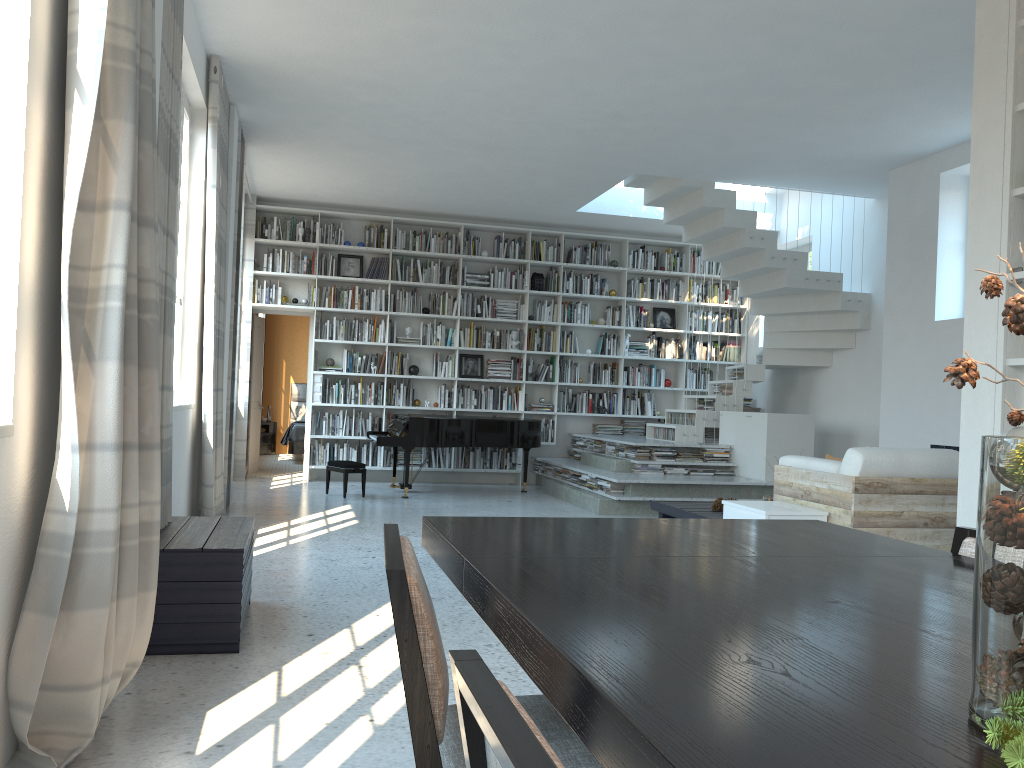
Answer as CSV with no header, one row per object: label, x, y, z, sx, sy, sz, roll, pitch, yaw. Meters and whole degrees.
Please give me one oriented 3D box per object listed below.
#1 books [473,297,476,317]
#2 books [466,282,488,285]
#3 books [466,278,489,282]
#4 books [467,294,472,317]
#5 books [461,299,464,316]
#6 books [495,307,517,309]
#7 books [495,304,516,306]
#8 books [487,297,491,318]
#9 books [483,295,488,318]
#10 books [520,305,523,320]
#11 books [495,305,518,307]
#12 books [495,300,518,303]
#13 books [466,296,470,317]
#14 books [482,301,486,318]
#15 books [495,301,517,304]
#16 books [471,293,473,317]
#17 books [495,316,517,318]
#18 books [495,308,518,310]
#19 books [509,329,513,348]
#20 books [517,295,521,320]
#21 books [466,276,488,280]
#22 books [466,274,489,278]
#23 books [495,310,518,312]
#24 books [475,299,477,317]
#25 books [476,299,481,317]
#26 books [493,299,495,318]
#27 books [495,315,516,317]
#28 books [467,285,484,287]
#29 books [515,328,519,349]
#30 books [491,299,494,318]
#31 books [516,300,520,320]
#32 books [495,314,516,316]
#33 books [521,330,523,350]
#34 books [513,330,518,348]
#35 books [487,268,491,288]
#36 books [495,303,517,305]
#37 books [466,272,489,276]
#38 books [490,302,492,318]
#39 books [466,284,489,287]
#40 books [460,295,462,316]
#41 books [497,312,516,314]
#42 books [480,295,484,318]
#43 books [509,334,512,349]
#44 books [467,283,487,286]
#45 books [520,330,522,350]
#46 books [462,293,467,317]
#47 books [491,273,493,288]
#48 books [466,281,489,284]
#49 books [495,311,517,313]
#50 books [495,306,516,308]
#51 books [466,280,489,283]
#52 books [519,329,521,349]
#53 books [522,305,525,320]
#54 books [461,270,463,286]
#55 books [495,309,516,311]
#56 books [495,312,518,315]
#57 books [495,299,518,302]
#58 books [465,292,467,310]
books,-0.469,-0.923,10.829,0.014,0.250,0.172,2,-1,-14
books,-0.437,-1.218,10.840,0.254,0.012,0.161,3,-1,-17
books,-0.432,-1.260,10.836,0.285,0.024,0.159,3,-1,-9
books,-0.525,-0.948,10.824,0.029,0.295,0.151,2,-1,-14
books,-0.618,-0.919,10.809,0.027,0.228,0.147,2,-1,-14
books,-0.086,-0.932,10.926,0.254,0.012,0.161,3,-1,-17
books,-0.083,-0.969,10.922,0.254,0.012,0.161,3,-1,-9
books,-0.289,-0.925,10.862,0.021,0.269,0.191,2,-1,-14
books,-0.326,-0.937,10.867,0.049,0.291,0.162,2,-1,-14
books,0.096,-0.871,10.971,0.029,0.198,0.172,2,-1,-14
books,-0.086,-0.957,10.931,0.285,0.012,0.159,3,-1,-15
books,-0.082,-1.007,10.922,0.285,0.012,0.159,3,-1,-19
books,-0.548,-0.935,10.800,0.025,0.266,0.185,2,-1,-14
books,-0.354,-0.901,10.858,0.024,0.216,0.148,2,-1,-14
books,-0.085,-0.995,10.933,0.254,0.012,0.161,3,-1,-14
books,-0.504,-0.950,10.821,0.011,0.300,0.179,2,-1,-14
books,-0.091,-0.823,10.930,0.285,0.012,0.159,3,-1,-13
books,-0.086,-0.920,10.926,0.285,0.012,0.159,3,-1,-11
books,-0.013,-0.540,10.955,0.014,0.263,0.135,2,-1,-14
books,0.078,-0.932,10.969,0.012,0.319,0.140,2,-1,-14
books,-0.432,-1.284,10.839,0.254,0.025,0.161,3,-1,-18
books,-0.432,-1.309,10.843,0.285,0.024,0.159,3,-1,-12
books,-0.089,-0.896,10.930,0.285,0.012,0.159,3,-1,-13
books,-0.457,-0.917,10.833,0.011,0.239,0.147,2,-1,-14
books,-0.418,-0.914,10.836,0.066,0.236,0.153,2,-1,-14
books,-0.234,-0.911,10.870,0.013,0.247,0.176,2,-1,-14
books,-0.091,-0.836,10.932,0.254,0.012,0.161,3,-1,-14
books,-0.438,-1.182,10.838,0.254,0.012,0.161,3,-1,-10
books,0.062,-0.544,10.975,0.025,0.279,0.108,2,0,-14
books,-0.251,-0.911,10.878,0.015,0.245,0.183,2,-1,-14
books,0.068,-0.901,10.951,0.012,0.254,0.161,2,-1,-14
books,-0.090,-0.848,10.930,0.254,0.012,0.161,3,-1,-15
books,0.112,-0.535,10.989,0.023,0.264,0.107,2,0,-14
books,0.040,-0.536,10.958,0.025,0.259,0.130,2,-1,-14
books,-0.281,-1.284,10.871,0.012,0.254,0.161,2,-1,-14
books,-0.085,-0.983,10.928,0.254,0.012,0.161,3,-1,-12
books,-0.432,-1.333,10.848,0.285,0.024,0.159,3,-1,-14
books,-0.272,-0.897,10.882,0.024,0.216,0.132,2,-1,-14
books,-0.438,-1.194,10.840,0.285,0.012,0.159,3,-1,-11
books,-0.640,-0.939,10.787,0.026,0.267,0.170,2,-1,-14
books,-0.089,-0.872,10.928,0.254,0.012,0.161,3,-1,-12
books,-0.377,-0.936,10.859,0.022,0.285,0.130,2,-1,-14
books,-0.035,-0.510,10.941,0.035,0.201,0.149,2,-1,-14
books,-0.436,-1.206,10.836,0.254,0.012,0.161,3,-1,-9
books,0.095,-0.534,10.978,0.014,0.261,0.137,2,-1,-14
books,-0.587,-0.952,10.798,0.026,0.297,0.179,2,-1,-14
books,-0.263,-1.250,10.871,0.025,0.187,0.193,2,-1,-14
books,-0.436,-1.230,10.840,0.285,0.012,0.159,3,-1,-17
books,-0.088,-0.884,10.928,0.254,0.012,0.161,3,-1,-16
books,-0.086,-0.945,10.928,0.254,0.012,0.161,3,-1,-12
books,-0.436,-1.242,10.842,0.285,0.012,0.159,3,-1,-16
books,0.085,-0.537,10.963,0.014,0.266,0.154,2,-1,-14
books,0.124,-0.873,10.984,0.030,0.205,0.158,2,-1,-14
books,-0.623,-1.273,10.781,0.027,0.201,0.167,2,-1,-14
books,-0.088,-0.908,10.930,0.254,0.012,0.161,3,-1,-13
books,-0.089,-0.860,10.925,0.285,0.012,0.159,3,-1,-17
books,-0.083,-1.019,10.929,0.285,0.012,0.159,3,-1,-12
books,-0.572,-0.959,10.821,0.014,0.313,0.133,2,-1,-14
